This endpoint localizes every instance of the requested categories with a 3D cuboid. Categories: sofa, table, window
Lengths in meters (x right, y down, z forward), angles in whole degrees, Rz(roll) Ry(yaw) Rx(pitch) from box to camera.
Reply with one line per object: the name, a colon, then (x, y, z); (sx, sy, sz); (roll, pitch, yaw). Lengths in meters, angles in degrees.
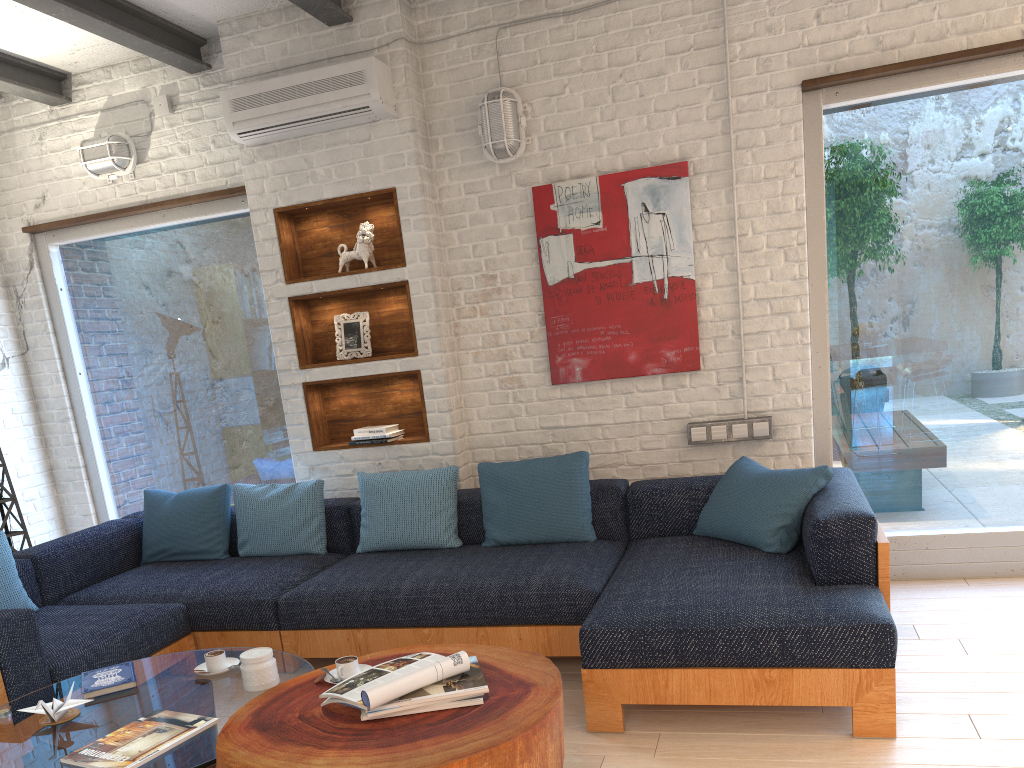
sofa: (-0.554, 0.941, 3.655); (3.965, 0.680, 2.019); (-6, 4, 17)
table: (-0.756, 1.134, 2.502); (1.837, 0.460, 1.045); (-5, 5, 22)
window: (3.049, -2.394, 3.363); (12.382, 6.622, 0.621); (-5, 12, 17)

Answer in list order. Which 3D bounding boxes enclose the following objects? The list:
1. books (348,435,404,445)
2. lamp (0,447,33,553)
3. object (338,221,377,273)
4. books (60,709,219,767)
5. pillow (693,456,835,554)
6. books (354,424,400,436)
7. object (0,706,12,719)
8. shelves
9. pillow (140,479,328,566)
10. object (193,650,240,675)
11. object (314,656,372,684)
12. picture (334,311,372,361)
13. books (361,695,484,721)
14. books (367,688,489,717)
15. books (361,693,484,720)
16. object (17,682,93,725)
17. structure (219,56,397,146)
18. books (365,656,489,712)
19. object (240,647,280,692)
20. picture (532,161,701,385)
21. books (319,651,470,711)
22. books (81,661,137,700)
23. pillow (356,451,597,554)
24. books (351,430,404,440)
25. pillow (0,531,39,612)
books: (-0.729, 0.302, 4.685); (0.253, 0.017, 0.157); (-5, 3, 27)
lamp: (-2.510, 0.515, 4.730); (0.866, 1.901, 0.490); (-8, 12, -10)
object: (-0.800, -0.701, 4.483); (0.217, 0.250, 0.108); (-3, 12, 24)
books: (-1.008, 0.969, 2.376); (0.253, 0.011, 0.309); (-5, 3, 30)
pillow: (1.065, 0.504, 3.706); (0.372, 0.337, 0.556); (-10, 6, -23)
books: (-0.727, 0.248, 4.680); (0.206, 0.035, 0.129); (-5, 4, 27)
object: (-1.565, 1.016, 2.566); (0.068, 0.028, 0.295); (-7, 3, -6)
shelves: (-0.797, -0.279, 4.596); (0.772, 1.470, 0.184); (-3, 13, 16)
pillow: (-1.482, 0.729, 4.597); (1.110, 0.412, 0.234); (-5, 10, 16)
object: (-0.918, 0.912, 2.868); (0.271, 0.059, 0.150); (-6, 4, 10)
object: (-0.498, 0.841, 2.573); (0.175, 0.057, 0.142); (-6, 4, 6)
picture: (-0.840, -0.254, 4.625); (0.194, 0.252, 0.098); (-5, 11, 8)
books: (-0.242, 0.840, 2.379); (0.318, 0.011, 0.246); (-7, 3, -4)
books: (-0.245, 0.819, 2.365); (0.316, 0.011, 0.248); (-7, 3, -14)
books: (-0.259, 0.831, 2.379); (0.316, 0.011, 0.248); (-7, 3, -14)
object: (-1.368, 0.958, 2.622); (0.194, 0.094, 0.182); (-2, 7, 42)
structure: (-0.976, -1.341, 4.171); (0.818, 0.227, 0.193); (-6, 8, 17)
books: (-0.238, 0.808, 2.360); (0.317, 0.011, 0.247); (-7, 3, -9)
object: (-0.779, 0.877, 2.685); (0.108, 0.111, 0.105); (-1, 10, 32)
picture: (0.507, -0.511, 4.230); (0.747, 0.989, 0.018); (-4, 13, 16)
books: (-0.319, 0.803, 2.369); (0.315, 0.112, 0.271); (-10, 5, -40)
books: (-1.330, 0.976, 2.877); (0.160, 0.023, 0.228); (-8, 3, -25)
pillow: (-0.197, 0.575, 4.185); (1.216, 0.431, 0.245); (-5, 10, 16)
books: (-0.718, 0.274, 4.682); (0.237, 0.019, 0.166); (-6, 3, 19)
pillow: (-2.287, 0.860, 3.661); (0.224, 0.420, 0.538); (-3, 7, 16)
